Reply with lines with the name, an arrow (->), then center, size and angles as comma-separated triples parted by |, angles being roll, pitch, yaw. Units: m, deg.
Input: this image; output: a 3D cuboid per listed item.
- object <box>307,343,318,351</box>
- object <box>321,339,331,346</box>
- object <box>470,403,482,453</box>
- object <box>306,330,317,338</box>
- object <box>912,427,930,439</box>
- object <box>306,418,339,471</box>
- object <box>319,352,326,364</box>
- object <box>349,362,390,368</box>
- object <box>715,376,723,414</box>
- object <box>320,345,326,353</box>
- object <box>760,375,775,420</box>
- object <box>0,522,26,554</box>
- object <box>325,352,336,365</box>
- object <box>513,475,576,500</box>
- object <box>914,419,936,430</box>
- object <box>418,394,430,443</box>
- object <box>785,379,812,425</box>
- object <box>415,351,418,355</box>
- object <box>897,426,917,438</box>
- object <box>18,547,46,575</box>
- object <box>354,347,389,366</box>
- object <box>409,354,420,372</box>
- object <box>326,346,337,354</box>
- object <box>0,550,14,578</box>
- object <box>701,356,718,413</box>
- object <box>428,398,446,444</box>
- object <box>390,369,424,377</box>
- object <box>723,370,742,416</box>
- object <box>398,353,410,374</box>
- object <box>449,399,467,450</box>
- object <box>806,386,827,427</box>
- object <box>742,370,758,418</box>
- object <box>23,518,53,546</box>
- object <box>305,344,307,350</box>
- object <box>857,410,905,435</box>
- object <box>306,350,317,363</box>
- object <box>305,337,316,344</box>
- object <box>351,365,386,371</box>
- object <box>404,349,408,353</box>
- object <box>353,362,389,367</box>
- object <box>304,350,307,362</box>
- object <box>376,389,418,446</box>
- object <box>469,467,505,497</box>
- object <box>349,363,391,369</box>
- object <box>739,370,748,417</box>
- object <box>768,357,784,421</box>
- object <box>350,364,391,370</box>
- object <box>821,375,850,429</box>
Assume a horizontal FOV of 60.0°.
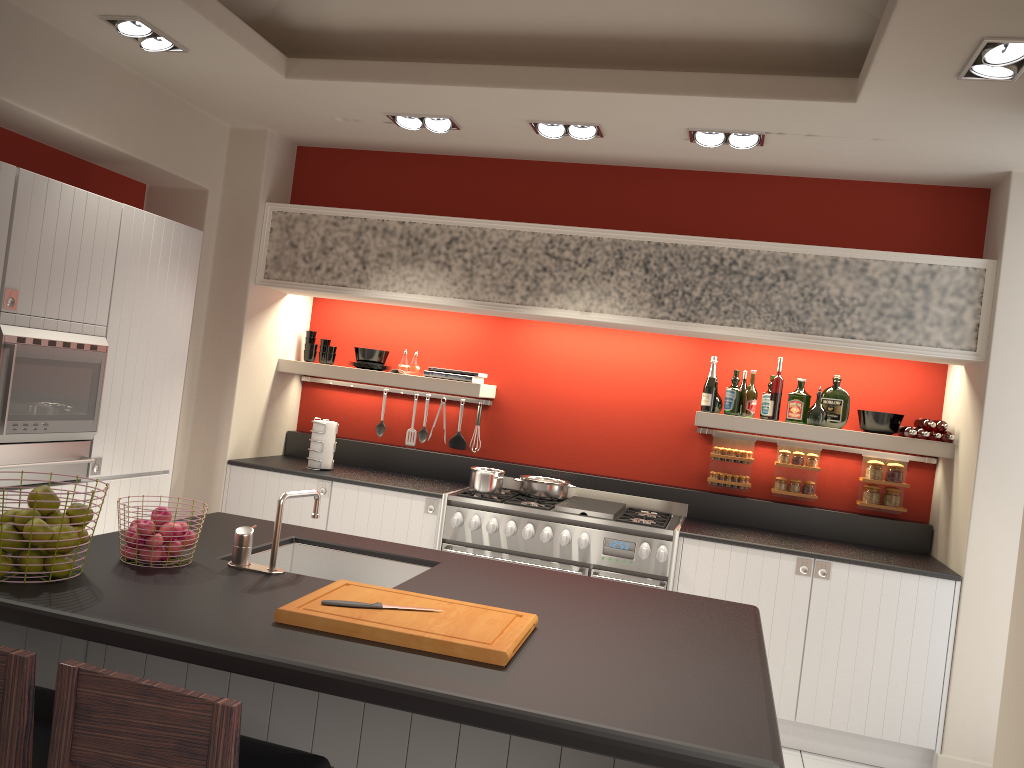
object -> -1.301, -0.222, 5.761 | 0.070, 0.076, 0.070 | 7, 0, -15
object -> -1.245, -0.259, 5.909 | 0.070, 0.076, 0.070 | 7, 0, -15
object -> -0.223, 0.283, 5.731 | 0.069, 0.328, 0.069 | 7, -1, -9
object -> -1.347, -0.316, 5.936 | 0.070, 0.076, 0.070 | 7, 0, -15
object -> 2.259, 0.274, 4.910 | 0.062, 0.062, 0.366 | 7, 0, 14
object -> -1.156, 0.365, 5.397 | 0.163, 0.304, 0.168 | 7, -1, 43
object -> -1.256, -0.172, 5.909 | 0.070, 0.076, 0.070 | 7, 0, -15
object -> -0.929, -0.116, 5.799 | 0.280, 0.016, 0.280 | 7, 0, 13
object -> 1.218, 0.061, 5.341 | 0.113, 0.226, 0.113 | 7, -1, -35
object -> -1.251, -0.216, 5.909 | 0.070, 0.076, 0.070 | 7, 0, -15
object -> 1.522, 0.081, 5.220 | 0.094, 0.263, 0.094 | 7, -1, -20
object -> -1.253, 0.384, 2.212 | 0.076, 0.077, 0.076 | 7, 0, -22
object -> -1.186, -0.164, 5.782 | 0.070, 0.076, 0.070 | 7, 0, -15
object -> 0.192, 0.625, 5.334 | 0.309, 0.105, 0.309 | 7, 0, 41
object -> 2.301, 0.225, 4.926 | 0.062, 0.062, 0.366 | 7, 0, 14
object -> -0.569, 0.229, 5.816 | 0.067, 0.323, 0.022 | 7, -1, 12
object -> 1.664, 0.100, 5.139 | 0.112, 0.260, 0.071 | 7, -1, 43
object -> -0.619, -0.198, 5.745 | 0.026, 0.032, 0.023 | 7, 0, -4
object -> 2.199, 0.267, 4.925 | 0.062, 0.062, 0.366 | 7, 0, 14
object -> -1.200, 0.444, 2.222 | 0.068, 0.068, 0.068 | 7, 0, 25
object -> -0.922, -0.173, 5.799 | 0.232, 0.108, 0.233 | 7, 0, -35
object -> -0.630, -0.124, 5.744 | 0.077, 0.134, 0.076 | 7, 0, -3
object -> -1.181, -0.207, 5.782 | 0.070, 0.076, 0.070 | 7, 0, -15
object -> -1.252, 0.437, 2.158 | 0.068, 0.068, 0.068 | 7, 0, 25
object -> 1.160, 0.002, 5.168 | 0.083, 0.331, 0.083 | 7, -1, -15
object -> -0.473, 0.238, 5.794 | 0.124, 0.297, 0.009 | 7, -1, 14
object -> -0.667, -0.072, 5.710 | 0.160, 0.027, 0.183 | 7, 0, 42
object -> 1.281, 0.050, 5.114 | 0.094, 0.264, 0.094 | 7, -1, 3
object -> -0.689, -0.132, 5.678 | 0.076, 0.131, 0.076 | 7, -1, -34
object -> -0.335, 0.264, 5.778 | 0.123, 0.331, 0.040 | 7, -1, 14
object -> 1.723, 0.124, 4.994 | 0.113, 0.226, 0.113 | 7, -1, 25
object -> 1.399, 0.057, 5.195 | 0.080, 0.278, 0.080 | 7, -1, 17
object -> -1.167, 0.364, 2.185 | 0.067, 0.068, 0.067 | 7, 0, -24
object -> -1.358, -0.229, 5.936 | 0.070, 0.076, 0.070 | 7, 0, -15
object -> 2.092, 0.222, 5.050 | 0.251, 0.121, 0.251 | 7, 0, -4
object -> -1.306, -0.179, 5.760 | 0.070, 0.076, 0.070 | 7, 0, -15
object -> -1.352, -0.273, 5.936 | 0.070, 0.076, 0.070 | 7, 0, -15
object -> -0.931, -0.100, 5.799 | 0.280, 0.016, 0.280 | 7, 0, 13
object -> -0.680, -0.207, 5.679 | 0.023, 0.031, 0.024 | 7, -1, -34
object -> -0.928, -0.122, 5.799 | 0.280, 0.016, 0.280 | 7, 0, 13
object -> -1.363, -0.185, 5.935 | 0.070, 0.076, 0.070 | 7, 0, -15
object -> -0.754, 0.220, 5.859 | 0.287, 0.351, 0.022 | 7, -1, 15
object -> -0.147, 0.563, 5.086 | 0.201, 0.148, 0.201 | 7, 0, 6
object -> -0.930, -0.111, 5.799 | 0.280, 0.016, 0.280 | 7, 0, 13
object -> 1.377, 0.056, 5.291 | 0.084, 0.277, 0.083 | 7, -1, 18
object -> 1.527, 0.030, 5.125 | 0.062, 0.366, 0.210 | 7, 0, 13
object -> -0.930, -0.106, 5.799 | 0.280, 0.016, 0.280 | 7, 0, 13
object -> 1.854, 0.103, 5.103 | 0.186, 0.303, 0.057 | 7, -1, 43
